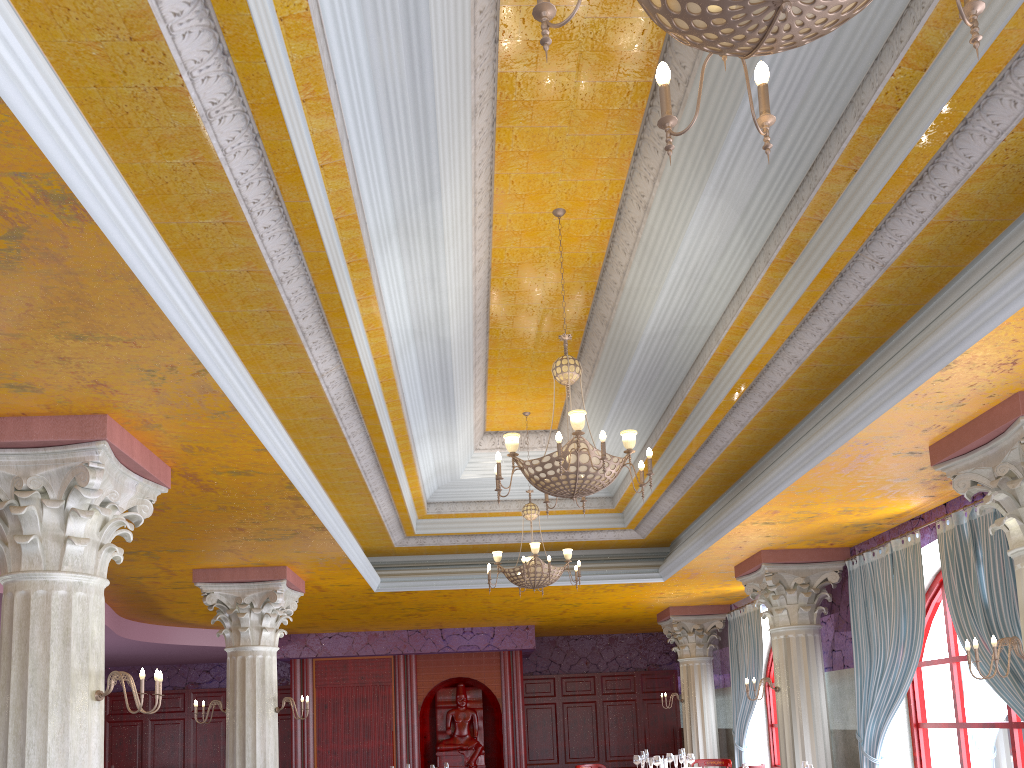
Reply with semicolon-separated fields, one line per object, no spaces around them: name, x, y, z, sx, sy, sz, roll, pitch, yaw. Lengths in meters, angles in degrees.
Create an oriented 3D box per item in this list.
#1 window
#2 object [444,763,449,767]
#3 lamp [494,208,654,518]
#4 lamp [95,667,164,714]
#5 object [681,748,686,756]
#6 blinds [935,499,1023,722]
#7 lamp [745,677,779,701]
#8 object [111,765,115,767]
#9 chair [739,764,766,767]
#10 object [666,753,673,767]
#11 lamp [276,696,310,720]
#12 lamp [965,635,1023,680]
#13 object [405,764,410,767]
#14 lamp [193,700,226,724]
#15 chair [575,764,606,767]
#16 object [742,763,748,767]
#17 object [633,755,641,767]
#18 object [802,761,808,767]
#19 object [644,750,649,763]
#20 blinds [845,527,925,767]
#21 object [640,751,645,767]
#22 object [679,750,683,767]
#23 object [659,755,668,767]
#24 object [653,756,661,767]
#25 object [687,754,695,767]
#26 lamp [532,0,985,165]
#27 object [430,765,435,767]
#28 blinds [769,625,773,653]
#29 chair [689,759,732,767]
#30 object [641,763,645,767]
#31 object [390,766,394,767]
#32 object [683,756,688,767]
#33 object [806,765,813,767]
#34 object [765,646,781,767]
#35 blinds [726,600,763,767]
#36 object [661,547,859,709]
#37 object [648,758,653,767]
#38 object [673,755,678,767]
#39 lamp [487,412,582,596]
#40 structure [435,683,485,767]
window;4.630;2.659;7.984;0.160;2.417;3.790;-2;-18;-3
object;-0.859;5.154;11.277;0.075;0.321;0.075;-8;-10;33
lamp;0.374;-0.224;5.931;0.985;2.081;0.978;-12;-14;41
lamp;-2.348;1.884;5.239;0.382;0.261;0.360;2;-17;-15
object;2.556;5.596;12.758;0.075;0.321;0.075;-8;-10;33
blinds;4.046;2.591;6.937;0.244;3.365;1.789;-2;-11;-4
lamp;2.987;3.663;10.289;0.382;0.261;0.360;2;-17;-15
object;-7.779;7.602;16.688;0.074;0.321;0.077;-1;-9;-12
chair;3.152;5.739;11.670;0.664;1.042;0.766;-13;-16;41
object;2.384;5.705;12.923;0.122;0.252;0.128;0;-11;-12
lamp;-2.548;3.774;9.971;0.382;0.261;0.360;2;-17;-15
lamp;3.185;1.791;5.603;0.382;0.261;0.360;2;-17;-15
object;-1.385;5.230;11.411;0.075;0.321;0.075;-8;-10;33
lamp;-3.504;3.820;9.983;0.382;0.261;0.360;2;-17;-15
chair;1.350;6.466;13.305;0.664;1.042;0.766;-13;-16;41
object;2.230;3.779;8.150;0.074;0.321;0.076;3;-10;-34
object;1.859;5.644;12.713;0.123;0.252;0.127;-4;-11;10
object;2.756;3.703;8.016;0.074;0.321;0.077;-1;-9;-12
object;2.030;5.672;12.891;0.075;0.321;0.075;-8;-10;33
blinds;3.962;3.386;8.928;0.244;3.365;1.789;-2;-11;-2
object;1.892;5.470;12.368;0.075;0.321;0.075;-8;-10;33
object;2.418;5.394;12.235;0.075;0.321;0.075;-8;-10;33
object;2.233;5.587;12.645;0.145;0.202;0.075;3;-11;-23
object;2.067;5.429;12.194;0.123;0.252;0.127;4;-13;-34
object;2.592;5.490;12.404;0.123;0.252;0.127;-4;-11;10
lamp;0.542;-1.808;1.966;0.985;2.081;0.978;-12;-14;41
object;-0.997;4.952;10.754;0.075;0.321;0.075;-8;-10;33
blinds;3.850;4.450;11.593;0.244;3.365;1.789;-2;-11;-4
chair;3.080;6.424;13.386;0.770;1.042;0.660;-14;-16;41
object;1.951;5.682;12.785;0.086;0.227;0.089;1;-10;-23
object;-1.523;5.028;10.888;0.075;0.321;0.075;-8;-10;33
object;2.501;5.477;12.328;0.086;0.227;0.089;1;-10;-23
object;2.619;3.501;7.493;0.075;0.321;0.075;-8;-10;33
object;4.431;4.542;12.700;0.160;2.417;3.790;-2;-18;-3
blinds;3.765;5.245;13.583;0.244;3.365;1.789;-2;-11;-2
object;4.063;1.843;5.236;2.092;3.413;31.039;-2;-21;-3
object;1.994;5.481;12.282;0.086;0.227;0.089;1;-10;-23
object;2.458;5.679;12.831;0.086;0.227;0.088;-6;-10;22
lamp;0.209;1.334;9.833;0.985;2.081;0.978;-12;-14;41
structure;-1.034;6.745;16.742;0.964;1.767;0.671;-2;-9;-3
